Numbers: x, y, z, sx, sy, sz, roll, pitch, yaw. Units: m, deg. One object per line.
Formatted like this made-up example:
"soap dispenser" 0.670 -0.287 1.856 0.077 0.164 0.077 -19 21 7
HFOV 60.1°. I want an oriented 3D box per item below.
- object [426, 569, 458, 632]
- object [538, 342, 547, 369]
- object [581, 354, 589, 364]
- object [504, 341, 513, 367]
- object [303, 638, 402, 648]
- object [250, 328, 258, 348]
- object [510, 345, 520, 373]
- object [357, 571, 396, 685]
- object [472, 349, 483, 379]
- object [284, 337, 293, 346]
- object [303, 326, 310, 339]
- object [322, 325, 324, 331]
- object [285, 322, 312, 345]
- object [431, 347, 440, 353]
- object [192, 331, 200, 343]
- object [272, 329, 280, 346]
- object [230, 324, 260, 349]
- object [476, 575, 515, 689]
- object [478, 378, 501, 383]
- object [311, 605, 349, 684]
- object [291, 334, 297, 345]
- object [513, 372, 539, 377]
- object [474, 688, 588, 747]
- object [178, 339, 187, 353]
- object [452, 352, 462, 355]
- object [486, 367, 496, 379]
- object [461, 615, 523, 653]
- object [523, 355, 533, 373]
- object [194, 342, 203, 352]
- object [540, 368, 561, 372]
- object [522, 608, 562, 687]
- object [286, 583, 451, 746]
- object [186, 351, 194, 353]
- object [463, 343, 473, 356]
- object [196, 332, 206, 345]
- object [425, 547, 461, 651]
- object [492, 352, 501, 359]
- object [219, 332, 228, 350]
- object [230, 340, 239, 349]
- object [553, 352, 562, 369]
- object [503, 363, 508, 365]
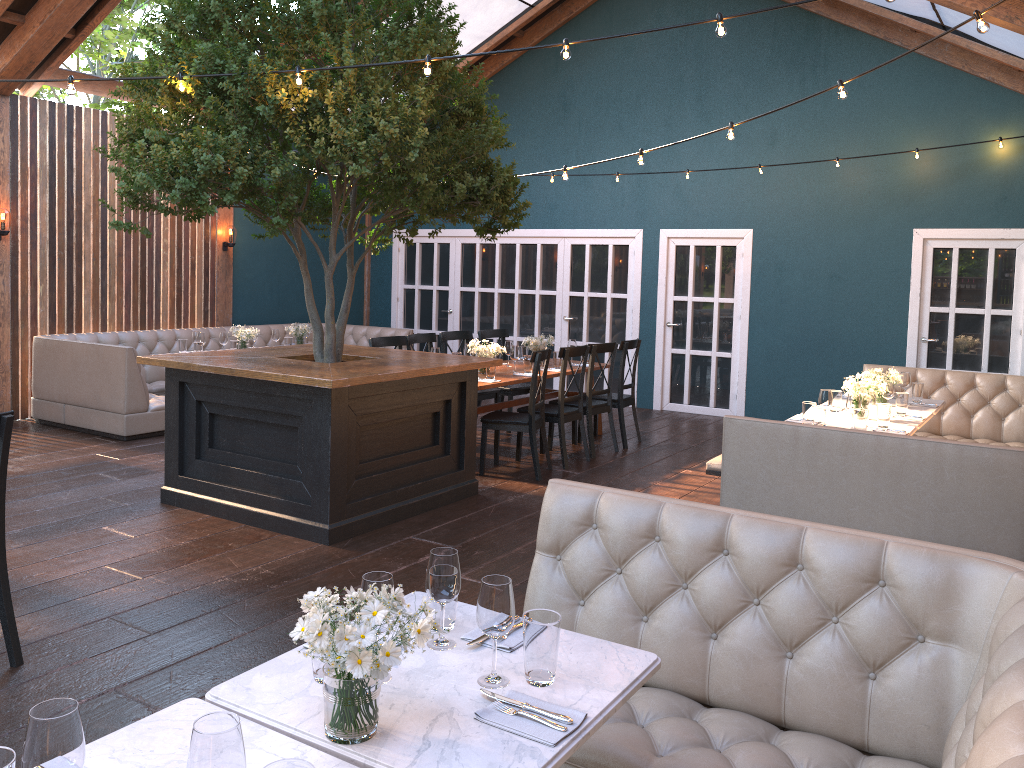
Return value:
"object" -0.187 0.578 2.380 0.092 0.157 0.092 3 5 18
"object" 0.287 -0.272 8.416 0.092 0.243 0.093 1 4 -16
"object" 0.735 -0.280 8.927 0.092 0.157 0.092 -1 5 -31
"object" -0.033 -0.288 8.470 0.092 0.243 0.093 1 4 -16
"object" -0.386 0.660 2.230 0.255 0.019 0.158 6 8 32
"object" -2.890 -0.498 9.909 0.092 0.243 0.093 1 4 -10
"object" 0.026 -0.222 7.960 0.092 0.243 0.093 1 4 -10
"object" -0.317 0.570 2.071 0.092 0.243 0.093 1 4 -10
"object" -0.292 -0.168 7.456 0.092 0.243 0.093 1 4 -10
"object" -2.511 -0.446 9.934 0.092 0.157 0.092 3 5 18
"object" -2.464 -0.571 10.590 0.092 0.243 0.093 1 4 -16
"object" -2.338 -0.591 10.781 0.092 0.243 0.093 1 4 -16
"object" -2.488 -0.575 10.358 0.336 0.308 0.331 1 5 -3
"object" -0.653 -0.186 7.513 0.092 0.243 0.093 1 4 -10
"object" -3.306 -0.428 9.265 0.092 0.243 0.093 1 4 -10
"object" -2.644 -0.490 9.910 0.092 0.243 0.093 1 4 -10
"object" -2.919 -0.498 9.646 0.329 0.308 0.338 0 6 -16
"object" -0.040 0.578 2.071 0.092 0.243 0.093 1 4 -10
"object" -0.229 -0.035 7.313 0.255 0.019 0.158 6 8 32
"object" -0.427 0.610 2.065 0.092 0.157 0.092 3 5 18
"object" -2.597 -0.530 10.573 0.092 0.157 0.092 3 5 18
"object" 0.111 -0.089 7.815 0.255 0.019 0.158 6 8 32
"object" 0.023 0.711 1.926 0.255 0.019 0.158 6 8 32
"object" -3.441 -0.388 9.249 0.092 0.157 0.092 3 5 18
"object" -0.503 -0.205 8.043 0.092 0.157 0.092 0 5 -21
"object" -0.179 -0.126 7.487 0.092 0.157 0.092 0 5 -21
"object" -0.028 0.657 2.341 0.158 0.019 0.256 6 8 32
"object" 0.146 -0.179 7.987 0.092 0.157 0.092 0 5 -21
"object" -3.182 -0.346 8.979 0.092 0.157 0.092 3 5 18
"object" 0.362 -0.137 8.257 0.255 0.019 0.158 6 8 32
"object" 0.068 0.623 2.082 0.092 0.157 0.092 3 5 18
"object" -0.323 0.566 1.839 0.337 0.308 0.329 7 8 44
"object" -3.381 -0.339 9.432 0.255 0.019 0.158 6 8 32
"object" -0.398 -0.243 8.025 0.092 0.243 0.093 1 4 -10
"object" -3.205 -0.407 9.117 0.092 0.243 0.093 1 4 -10
"object" -0.177 0.549 2.269 0.092 0.243 0.093 1 4 -10
"object" -0.154 -0.249 8.474 0.092 0.157 0.092 -1 5 -31
"object" -3.028 -0.423 9.288 0.092 0.243 0.093 1 4 -10
"object" -2.913 -0.377 9.294 0.092 0.157 0.092 3 5 18
"object" 0.433 -0.226 8.428 0.092 0.157 0.092 -1 5 -31
"object" -0.139 -0.202 8.650 0.255 0.019 0.158 6 8 32
